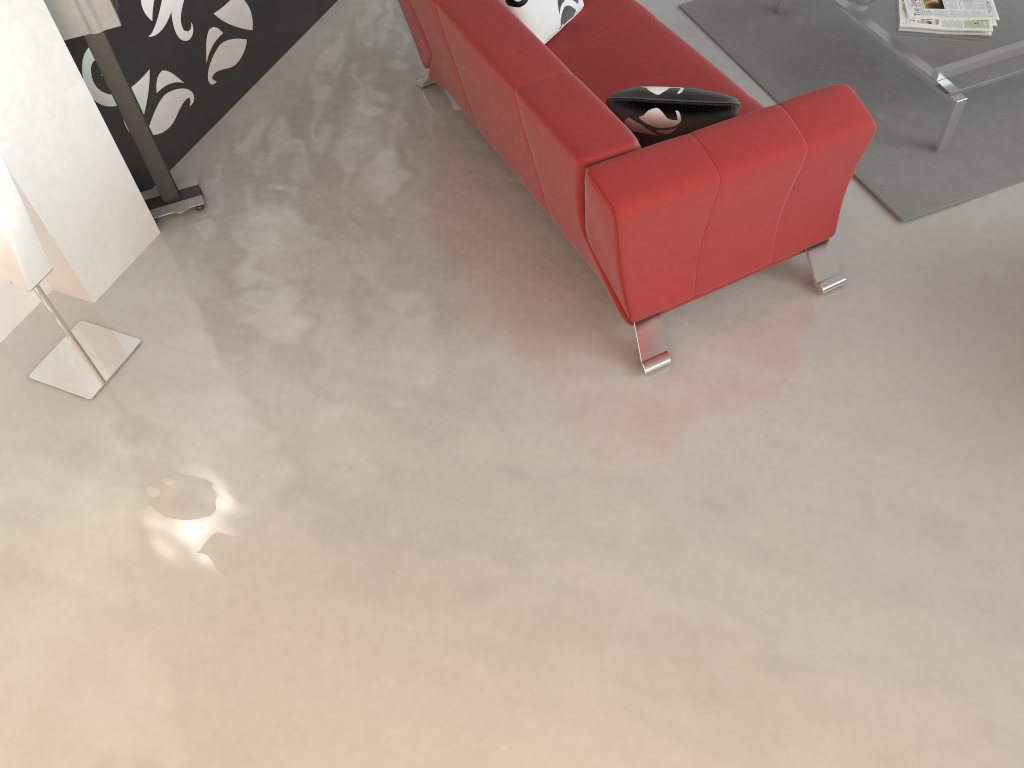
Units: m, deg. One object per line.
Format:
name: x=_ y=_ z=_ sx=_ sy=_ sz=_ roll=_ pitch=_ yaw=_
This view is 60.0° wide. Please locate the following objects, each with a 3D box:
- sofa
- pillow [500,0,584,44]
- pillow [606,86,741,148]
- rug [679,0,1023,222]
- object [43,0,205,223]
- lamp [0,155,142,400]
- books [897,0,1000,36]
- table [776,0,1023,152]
sofa: x=0.315 y=-1.060 z=3.237 sx=0.951 sy=0.738 sz=1.929 roll=-24 pitch=54 yaw=-13
pillow: x=0.071 y=-1.522 z=3.391 sx=0.288 sy=0.343 sz=0.402 roll=23 pitch=58 yaw=21
pillow: x=0.516 y=-0.833 z=2.821 sx=0.402 sy=0.343 sz=0.288 roll=10 pitch=54 yaw=12
rug: x=1.898 y=-1.479 z=3.896 sx=1.700 sy=0.025 sz=1.700 roll=-20 pitch=53 yaw=-10
object: x=-1.393 y=-1.060 z=3.138 sx=0.229 sy=1.112 sz=0.214 roll=-20 pitch=53 yaw=-10
lamp: x=-1.542 y=-0.630 z=2.394 sx=0.313 sy=1.779 sz=0.313 roll=24 pitch=58 yaw=21
books: x=1.737 y=-1.506 z=3.542 sx=0.367 sy=0.035 sz=0.345 roll=8 pitch=53 yaw=11
table: x=1.900 y=-1.571 z=3.783 sx=1.097 sy=0.286 sz=1.162 roll=-20 pitch=53 yaw=-10
